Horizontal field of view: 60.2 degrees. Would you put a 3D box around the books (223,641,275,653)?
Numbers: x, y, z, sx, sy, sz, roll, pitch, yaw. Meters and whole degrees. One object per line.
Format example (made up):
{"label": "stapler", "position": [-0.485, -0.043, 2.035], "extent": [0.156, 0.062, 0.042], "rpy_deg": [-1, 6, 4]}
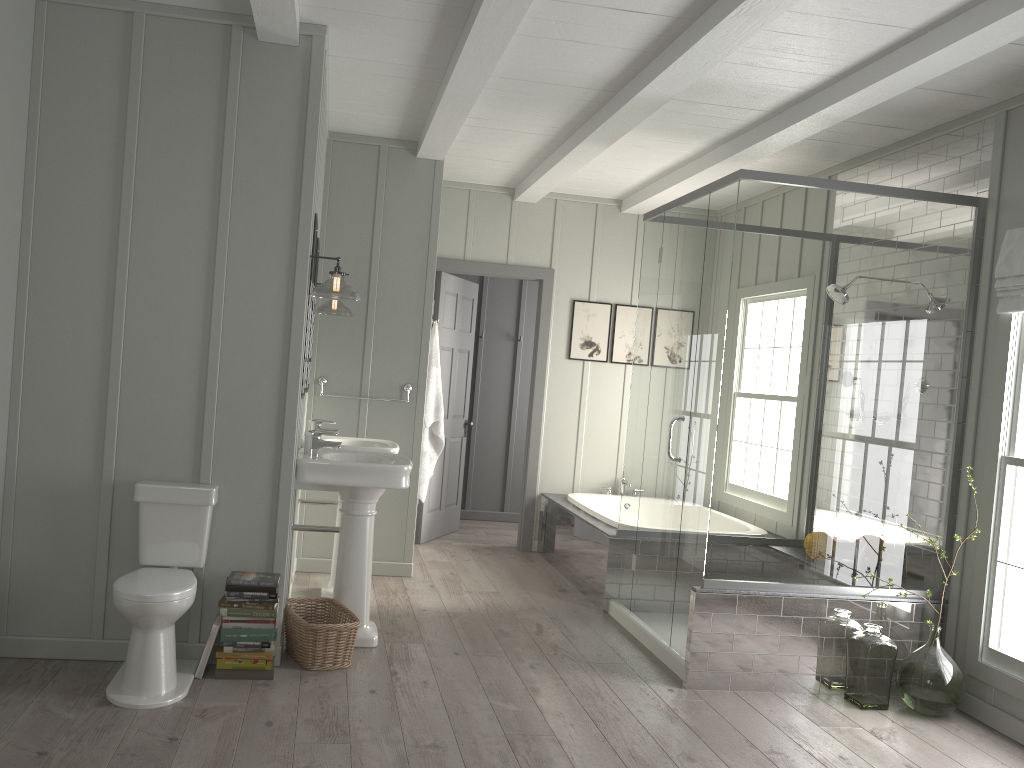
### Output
{"label": "books", "position": [-1.123, 1.104, 3.755], "extent": [0.203, 0.025, 0.153], "rpy_deg": [4, 1, -19]}

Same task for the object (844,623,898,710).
{"label": "object", "position": [1.611, 1.268, 3.984], "extent": [0.161, 0.361, 0.165], "rpy_deg": [4, 2, -12]}

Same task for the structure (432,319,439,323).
{"label": "structure", "position": [-0.523, -0.416, 5.852], "extent": [0.079, 0.056, 0.057], "rpy_deg": [5, 1, -9]}

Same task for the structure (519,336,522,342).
{"label": "structure", "position": [0.070, -0.414, 8.135], "extent": [0.019, 0.051, 0.137], "rpy_deg": [4, 1, -12]}

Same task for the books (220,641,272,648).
{"label": "books", "position": [-1.123, 1.080, 3.742], "extent": [0.205, 0.024, 0.151], "rpy_deg": [5, 1, -9]}

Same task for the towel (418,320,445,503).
{"label": "towel", "position": [-0.517, 0.184, 5.886], "extent": [0.160, 1.205, 0.320], "rpy_deg": [5, 2, -6]}

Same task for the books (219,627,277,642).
{"label": "books", "position": [-1.121, 1.042, 3.746], "extent": [0.224, 0.053, 0.162], "rpy_deg": [4, 1, -19]}

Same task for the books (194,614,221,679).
{"label": "books", "position": [-1.275, 1.106, 3.725], "extent": [0.090, 0.235, 0.172], "rpy_deg": [4, 1, -11]}

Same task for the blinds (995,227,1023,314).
{"label": "blinds", "position": [2.276, -0.488, 3.431], "extent": [0.071, 0.380, 1.040], "rpy_deg": [4, 1, -12]}

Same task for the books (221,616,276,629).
{"label": "books", "position": [-1.117, 0.989, 3.750], "extent": [0.220, 0.052, 0.157], "rpy_deg": [4, 1, -14]}

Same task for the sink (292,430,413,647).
{"label": "sink", "position": [-0.802, 0.743, 4.327], "extent": [0.561, 1.014, 0.575], "rpy_deg": [4, 1, -10]}

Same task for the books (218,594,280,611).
{"label": "books", "position": [-1.110, 0.921, 3.740], "extent": [0.232, 0.024, 0.149], "rpy_deg": [5, 1, -4]}

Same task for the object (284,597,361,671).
{"label": "object", "position": [-0.882, 1.139, 4.035], "extent": [0.283, 0.220, 0.478], "rpy_deg": [4, 1, -29]}

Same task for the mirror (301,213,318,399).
{"label": "mirror", "position": [-0.973, -0.368, 4.244], "extent": [0.015, 0.885, 0.428], "rpy_deg": [4, 2, -12]}

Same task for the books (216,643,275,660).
{"label": "books", "position": [-1.127, 1.128, 3.746], "extent": [0.230, 0.024, 0.150], "rpy_deg": [5, 1, -9]}

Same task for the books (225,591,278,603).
{"label": "books", "position": [-1.105, 0.897, 3.749], "extent": [0.203, 0.025, 0.153], "rpy_deg": [4, 1, -20]}

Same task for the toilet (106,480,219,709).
{"label": "toilet", "position": [-1.404, 0.818, 3.546], "extent": [0.328, 0.787, 0.529], "rpy_deg": [4, 1, -11]}

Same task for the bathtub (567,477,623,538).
{"label": "bathtub", "position": [1.004, 0.989, 6.170], "extent": [1.038, 0.490, 1.576], "rpy_deg": [5, 1, -11]}

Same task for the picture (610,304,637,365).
{"label": "picture", "position": [0.941, -0.382, 6.913], "extent": [0.310, 0.462, 0.012], "rpy_deg": [5, 2, -8]}

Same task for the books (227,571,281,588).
{"label": "books", "position": [-1.089, 0.825, 3.736], "extent": [0.205, 0.024, 0.151], "rpy_deg": [5, 1, -8]}

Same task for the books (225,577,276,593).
{"label": "books", "position": [-1.102, 0.848, 3.736], "extent": [0.204, 0.024, 0.152], "rpy_deg": [5, 1, -13]}

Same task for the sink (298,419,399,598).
{"label": "sink", "position": [-0.969, 0.722, 5.130], "extent": [0.561, 1.014, 0.575], "rpy_deg": [4, 1, -10]}

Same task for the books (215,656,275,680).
{"label": "books", "position": [-1.133, 1.206, 3.758], "extent": [0.236, 0.049, 0.166], "rpy_deg": [5, 1, -12]}

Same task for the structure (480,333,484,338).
{"label": "structure", "position": [-0.278, -0.442, 8.078], "extent": [0.019, 0.051, 0.137], "rpy_deg": [4, 1, -12]}

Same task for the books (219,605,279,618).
{"label": "books", "position": [-1.110, 0.948, 3.742], "extent": [0.233, 0.032, 0.171], "rpy_deg": [5, 1, -9]}

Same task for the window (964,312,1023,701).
{"label": "window", "position": [2.282, 0.351, 3.461], "extent": [0.089, 1.951, 1.065], "rpy_deg": [4, 1, -12]}

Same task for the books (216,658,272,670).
{"label": "books", "position": [-1.129, 1.161, 3.744], "extent": [0.220, 0.041, 0.164], "rpy_deg": [5, 1, -11]}

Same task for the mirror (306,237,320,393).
{"label": "mirror", "position": [-1.140, -0.389, 5.051], "extent": [0.015, 0.885, 0.428], "rpy_deg": [4, 2, -12]}

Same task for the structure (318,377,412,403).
{"label": "structure", "position": [-0.932, 0.038, 5.615], "extent": [0.596, 0.123, 0.055], "rpy_deg": [5, 2, -8]}

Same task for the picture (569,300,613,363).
{"label": "picture", "position": [0.611, -0.408, 6.866], "extent": [0.310, 0.462, 0.012], "rpy_deg": [5, 2, -8]}

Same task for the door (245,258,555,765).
{"label": "door", "position": [0.062, 0.228, 3.650], "extent": [4.216, 2.197, 7.856], "rpy_deg": [5, 1, -11]}

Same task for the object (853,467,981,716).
{"label": "object", "position": [1.786, 0.902, 3.917], "extent": [0.510, 1.117, 0.278], "rpy_deg": [4, 2, -10]}

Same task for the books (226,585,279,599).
{"label": "books", "position": [-1.093, 0.874, 3.738], "extent": [0.205, 0.024, 0.151], "rpy_deg": [5, 1, -10]}
